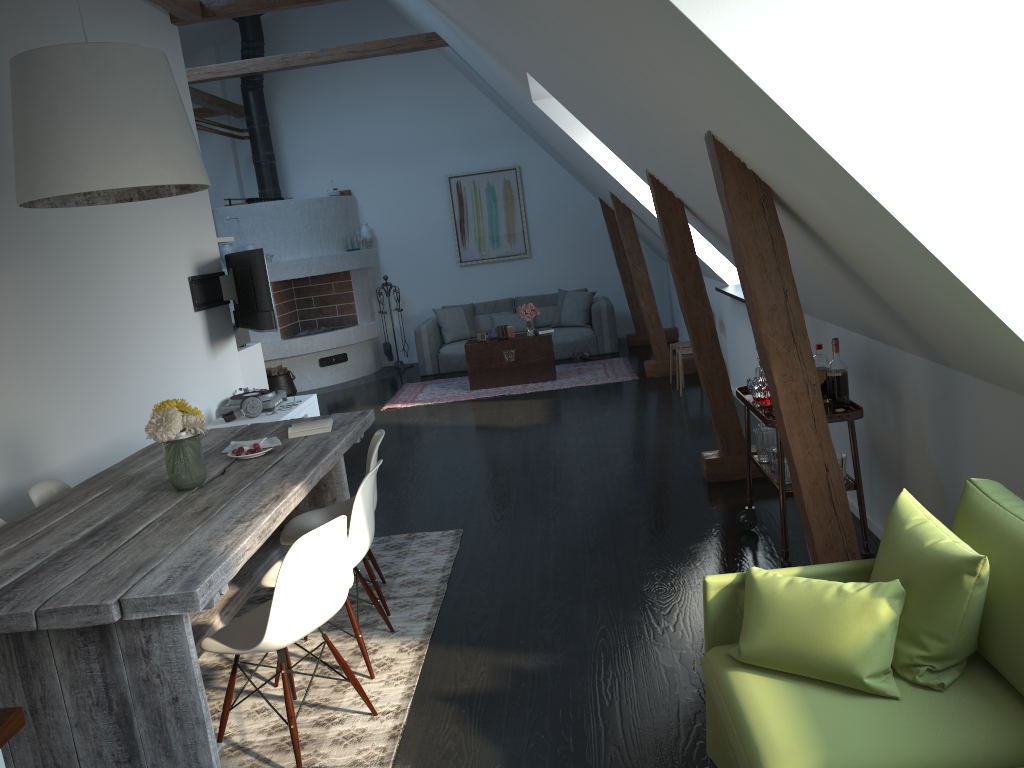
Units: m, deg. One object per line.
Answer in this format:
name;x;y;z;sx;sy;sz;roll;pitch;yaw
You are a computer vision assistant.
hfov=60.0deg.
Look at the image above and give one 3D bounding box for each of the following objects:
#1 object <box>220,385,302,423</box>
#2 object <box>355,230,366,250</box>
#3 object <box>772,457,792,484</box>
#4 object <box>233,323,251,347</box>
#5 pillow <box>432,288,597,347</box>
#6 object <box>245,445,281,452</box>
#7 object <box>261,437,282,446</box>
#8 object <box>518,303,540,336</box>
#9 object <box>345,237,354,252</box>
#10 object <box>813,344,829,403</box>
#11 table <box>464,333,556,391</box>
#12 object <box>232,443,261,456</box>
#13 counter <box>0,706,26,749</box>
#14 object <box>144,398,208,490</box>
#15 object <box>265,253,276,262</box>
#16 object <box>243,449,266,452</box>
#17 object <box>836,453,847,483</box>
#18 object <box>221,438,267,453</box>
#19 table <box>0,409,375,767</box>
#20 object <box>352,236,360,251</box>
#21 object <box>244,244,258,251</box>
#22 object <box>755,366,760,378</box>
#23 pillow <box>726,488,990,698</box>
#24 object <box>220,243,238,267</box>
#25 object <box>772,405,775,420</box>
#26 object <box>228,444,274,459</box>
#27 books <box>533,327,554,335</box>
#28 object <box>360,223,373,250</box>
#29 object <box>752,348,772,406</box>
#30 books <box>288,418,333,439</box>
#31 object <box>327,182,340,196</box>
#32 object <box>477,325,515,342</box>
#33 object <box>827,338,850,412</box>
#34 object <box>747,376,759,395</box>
object;-1.941;0.127;6.820;0.558;0.162;0.742;-7;10;1
object;-1.961;-1.870;11.512;0.081;0.258;0.150;0;13;37
object;1.184;0.379;3.855;0.092;0.099;0.092;-11;10;-18
object;-2.534;-0.381;7.580;0.435;0.211;0.496;-7;10;4
pillow;0.051;-0.857;11.056;2.075;0.515;0.444;-7;10;4
object;-1.127;0.292;4.015;0.194;0.022;0.019;-4;11;19
object;-1.190;0.283;4.194;0.182;0.014;0.185;-11;11;-21
object;0.177;-0.694;9.435;0.234;0.351;0.235;-15;12;-35
object;-2.058;-1.769;11.230;0.092;0.180;0.092;-1;12;32
object;1.362;-0.049;3.909;0.067;0.257;0.099;-6;10;9
table;-0.008;-0.258;9.520;0.962;0.492;0.471;-7;10;4
object;-1.195;0.301;4.004;0.132;0.034;0.144;-12;11;-24
counter;-0.950;0.874;0.080;3.365;0.038;3.085;-7;10;4
object;-1.325;0.237;3.535;0.233;0.365;0.293;-12;11;-25
object;-2.885;-1.502;10.530;0.161;0.114;0.064;-6;10;7
object;-1.164;0.303;4.015;0.110;0.011;0.058;-6;10;8
object;1.372;0.361;3.755;0.095;0.119;0.095;-14;12;-33
object;-1.272;0.289;4.216;0.182;0.016;0.179;-8;10;-1
table;-1.315;0.796;3.688;1.141;0.788;2.421;-7;10;4
object;-2.005;-1.803;11.379;0.092;0.180;0.092;-2;11;27
object;-3.067;-1.515;10.471;0.158;0.274;0.158;2;14;42
object;1.216;-0.066;4.254;0.087;0.206;0.087;-2;11;29
pillow;0.854;0.548;2.248;0.600;0.387;0.475;-7;10;1
object;-3.328;-1.497;10.453;0.203;0.314;0.203;-10;10;-12
object;1.131;0.044;3.680;0.101;0.211;0.101;-4;11;19
object;-1.180;0.310;4.015;0.205;0.024;0.205;-8;10;-4
books;0.328;-0.571;9.537;0.179;0.034;0.243;-11;10;-17
object;-1.914;-1.929;11.682;0.165;0.368;0.165;-12;11;-23
object;1.124;-0.046;3.968;0.114;0.292;0.114;-12;11;-23
books;-0.998;0.209;4.400;0.202;0.042;0.251;-9;10;-8
object;-2.297;-2.514;11.381;0.066;0.221;0.231;-1;12;34
object;-0.159;-0.553;9.511;0.413;0.138;0.215;-5;10;15
object;1.364;-0.041;3.716;0.081;0.308;0.081;-8;10;-4
object;1.210;0.018;4.110;0.245;0.092;0.151;-1;12;33
